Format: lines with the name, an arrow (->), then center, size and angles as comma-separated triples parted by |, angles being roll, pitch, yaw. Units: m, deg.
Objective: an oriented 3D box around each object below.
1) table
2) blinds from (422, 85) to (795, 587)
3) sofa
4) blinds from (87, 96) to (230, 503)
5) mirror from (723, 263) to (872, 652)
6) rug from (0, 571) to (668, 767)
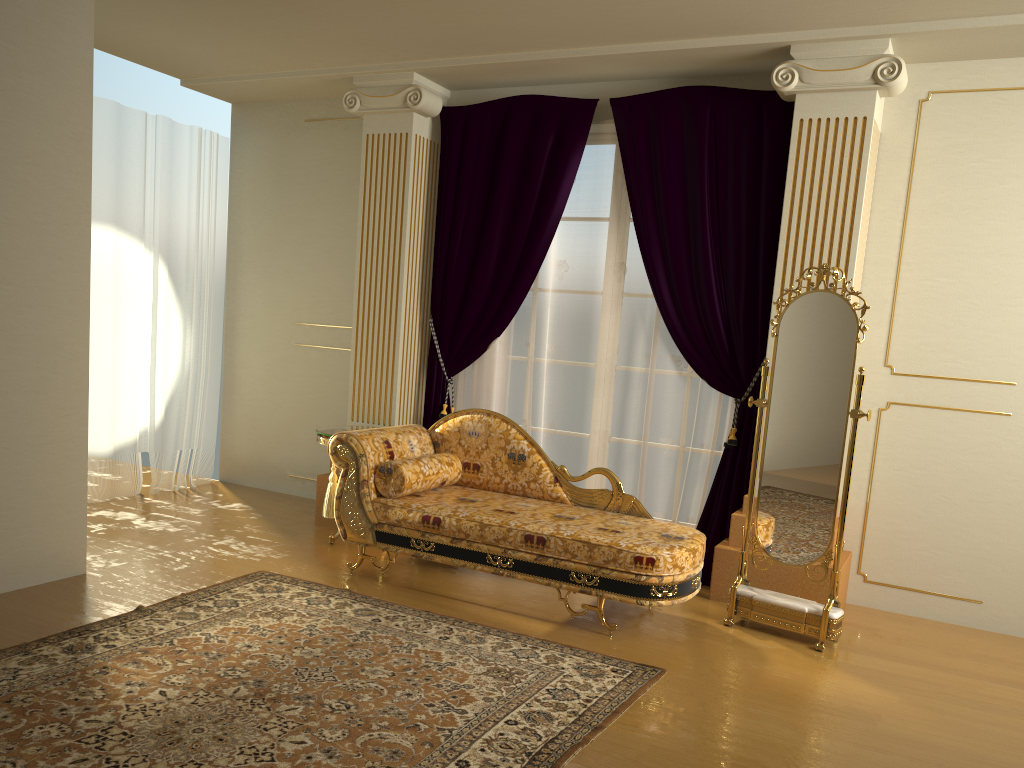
table -> -0.892, 0.602, 5.267 | 0.572, 0.648, 0.566 | 3, 6, -18
blinds -> 0.453, -0.300, 5.132 | 2.227, 2.675, 0.337 | 7, 8, 27
sofa -> 0.008, 0.610, 4.361 | 1.886, 0.878, 0.691 | 7, 6, 26
blinds -> -2.572, -0.484, 5.508 | 0.163, 2.526, 2.158 | 9, 7, 29
mirror -> 1.314, 0.314, 4.007 | 0.538, 1.714, 0.242 | 10, 9, 36
rug -> -1.012, 1.067, 2.638 | 2.109, 0.017, 3.068 | 6, 4, 27
